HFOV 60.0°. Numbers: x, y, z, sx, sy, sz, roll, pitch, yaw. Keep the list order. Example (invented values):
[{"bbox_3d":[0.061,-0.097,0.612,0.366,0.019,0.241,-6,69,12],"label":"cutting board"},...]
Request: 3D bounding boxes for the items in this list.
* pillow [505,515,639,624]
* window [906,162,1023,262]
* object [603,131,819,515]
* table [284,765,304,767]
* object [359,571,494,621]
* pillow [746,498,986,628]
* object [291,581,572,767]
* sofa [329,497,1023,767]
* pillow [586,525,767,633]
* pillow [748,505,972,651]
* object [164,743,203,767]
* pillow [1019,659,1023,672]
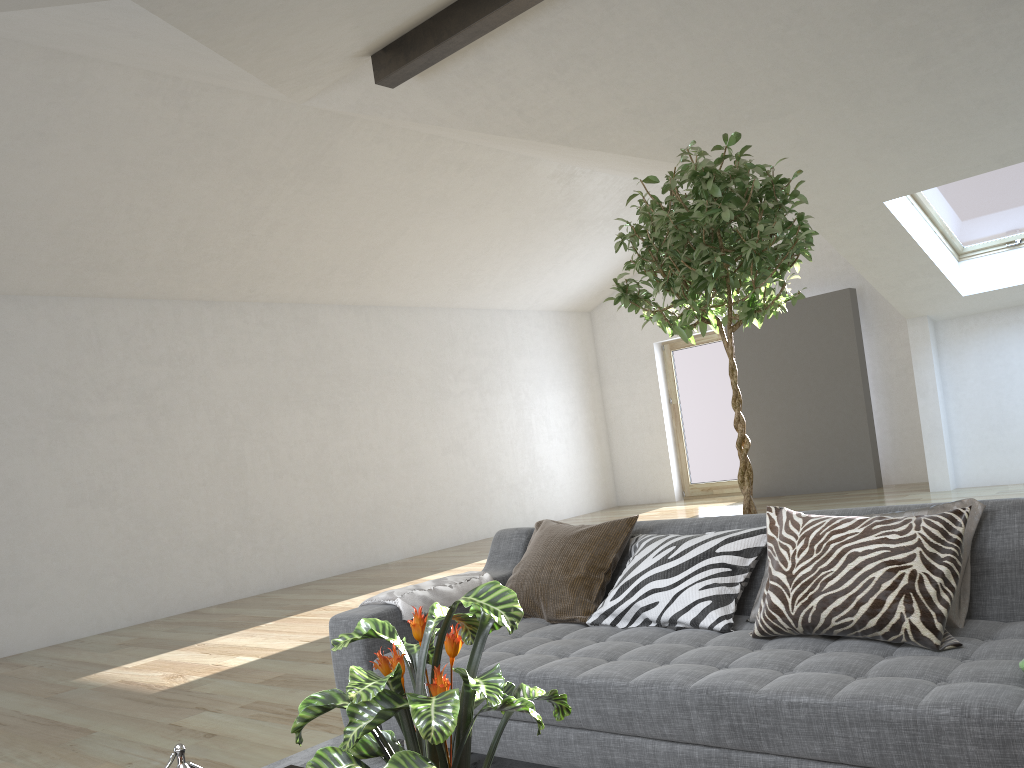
[{"bbox_3d":[0.172,0.664,3.172,0.307,0.338,0.582,-7,-3,-38],"label":"pillow"},{"bbox_3d":[3.952,-1.467,7.291,1.479,0.729,1.894,-11,-5,42],"label":"window"},{"bbox_3d":[0.809,0.115,3.309,0.798,2.021,0.814,-8,0,20],"label":"object"},{"bbox_3d":[-0.149,0.973,1.401,1.557,0.325,0.618,-12,-5,42],"label":"table"},{"bbox_3d":[-0.297,0.916,3.223,0.478,0.419,0.359,-6,-2,-45],"label":"object"},{"bbox_3d":[0.954,0.507,2.462,0.645,0.318,0.261,-11,-3,42],"label":"pillow"},{"bbox_3d":[-0.106,0.578,1.370,0.375,0.526,0.438,-8,-1,17],"label":"object"},{"bbox_3d":[0.629,0.760,2.547,2.473,0.683,1.021,-12,-4,42],"label":"sofa"},{"bbox_3d":[0.523,0.617,2.796,0.563,0.283,0.356,-11,-3,42],"label":"pillow"},{"bbox_3d":[0.883,0.479,2.287,0.279,0.340,0.561,-7,-3,-44],"label":"pillow"},{"bbox_3d":[-0.580,0.763,1.591,0.121,0.239,0.116,-8,0,-22],"label":"object"},{"bbox_3d":[1.214,0.455,1.822,0.229,0.261,0.440,-9,-3,44],"label":"pillow"}]
